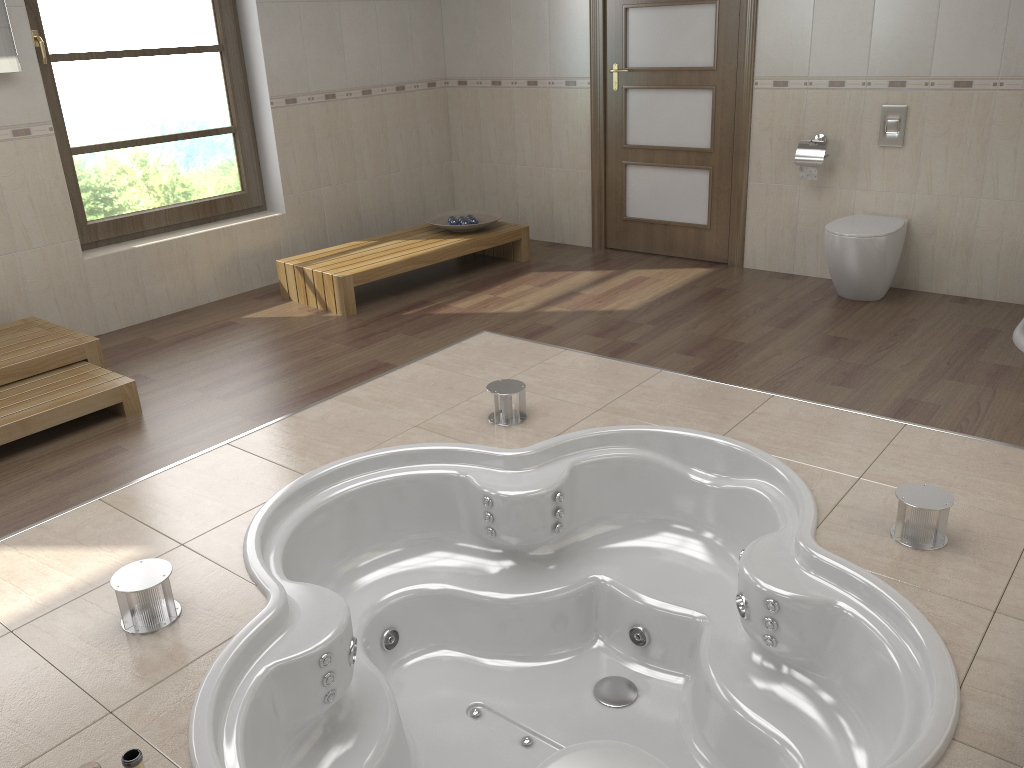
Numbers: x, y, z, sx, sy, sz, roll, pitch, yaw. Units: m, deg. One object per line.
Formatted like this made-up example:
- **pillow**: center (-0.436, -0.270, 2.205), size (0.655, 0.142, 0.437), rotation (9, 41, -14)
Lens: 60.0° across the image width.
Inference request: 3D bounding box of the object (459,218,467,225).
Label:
- **object**: center (-0.298, -1.005, 5.537), size (0.060, 0.060, 0.060), rotation (14, 28, 36)

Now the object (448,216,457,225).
- **object**: center (-0.376, -1.030, 5.596), size (0.060, 0.060, 0.060), rotation (14, 28, 36)

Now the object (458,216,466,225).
- **object**: center (-0.313, -1.029, 5.598), size (0.060, 0.060, 0.060), rotation (14, 28, 36)

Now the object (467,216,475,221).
- **object**: center (-0.254, -1.023, 5.576), size (0.060, 0.060, 0.060), rotation (14, 28, 36)

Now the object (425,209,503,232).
- **object**: center (-0.299, -1.010, 5.562), size (0.487, 0.076, 0.487), rotation (-4, 22, -4)

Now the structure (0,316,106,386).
- **structure**: center (-2.474, 0.075, 3.547), size (0.620, 0.220, 1.450), rotation (14, 28, 36)

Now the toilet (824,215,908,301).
- **toilet**: center (1.798, -0.630, 4.553), size (0.337, 0.388, 0.519), rotation (14, 28, 36)

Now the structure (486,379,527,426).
- **structure**: center (-0.020, 0.070, 3.382), size (0.150, 0.131, 0.150), rotation (-1, 22, 5)

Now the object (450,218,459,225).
- **object**: center (-0.360, -1.005, 5.540), size (0.060, 0.060, 0.060), rotation (14, 28, 36)

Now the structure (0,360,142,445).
- **structure**: center (-2.156, 0.192, 3.330), size (0.620, 0.140, 1.280), rotation (14, 28, 36)

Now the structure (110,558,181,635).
- **structure**: center (-0.952, 0.552, 2.310), size (0.150, 0.131, 0.150), rotation (17, 30, 40)

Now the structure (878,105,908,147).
- **structure**: center (1.928, -1.306, 4.491), size (0.120, 0.200, 0.010), rotation (14, 28, 36)

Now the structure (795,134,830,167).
- **structure**: center (1.608, -1.239, 4.697), size (0.170, 0.151, 0.154), rotation (14, 28, 36)

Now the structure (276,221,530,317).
- **structure**: center (-0.610, -0.746, 5.343), size (0.620, 0.220, 1.450), rotation (18, 30, 40)

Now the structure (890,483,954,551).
- **structure**: center (1.154, 0.373, 2.498), size (0.150, 0.131, 0.150), rotation (9, 25, 27)

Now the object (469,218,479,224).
- **object**: center (-0.238, -1.005, 5.519), size (0.060, 0.060, 0.060), rotation (14, 28, 36)

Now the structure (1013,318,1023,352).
- **structure**: center (2.595, -1.032, 3.409), size (0.900, 1.917, 0.900), rotation (14, 28, 36)

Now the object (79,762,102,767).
- **object**: center (-0.779, 0.784, 1.663), size (0.055, 0.153, 0.055), rotation (11, 26, 30)

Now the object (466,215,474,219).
- **object**: center (-0.265, -1.046, 5.634), size (0.060, 0.060, 0.060), rotation (14, 28, 36)

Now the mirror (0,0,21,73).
- **mirror**: center (-2.904, -1.330, 3.091), size (0.005, 0.600, 2.200), rotation (14, 28, 36)

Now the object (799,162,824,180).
- **object**: center (1.592, -1.166, 4.711), size (0.098, 0.151, 0.090), rotation (14, 28, 36)

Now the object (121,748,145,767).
- **object**: center (-0.620, 0.752, 1.518), size (0.070, 0.307, 0.070), rotation (-1, 22, 5)

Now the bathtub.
- **bathtub**: center (0.118, 0.816, 2.548), size (1.751, 0.674, 1.754), rotation (-5, 22, -5)

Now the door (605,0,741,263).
- **door**: center (0.917, -1.752, 5.206), size (0.861, 2.026, 0.102), rotation (13, 27, 34)

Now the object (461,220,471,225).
- **object**: center (-0.285, -0.985, 5.482), size (0.060, 0.060, 0.060), rotation (14, 28, 36)

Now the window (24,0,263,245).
- **window**: center (-1.939, -1.795, 4.636), size (0.117, 1.934, 1.188), rotation (14, 28, 36)
